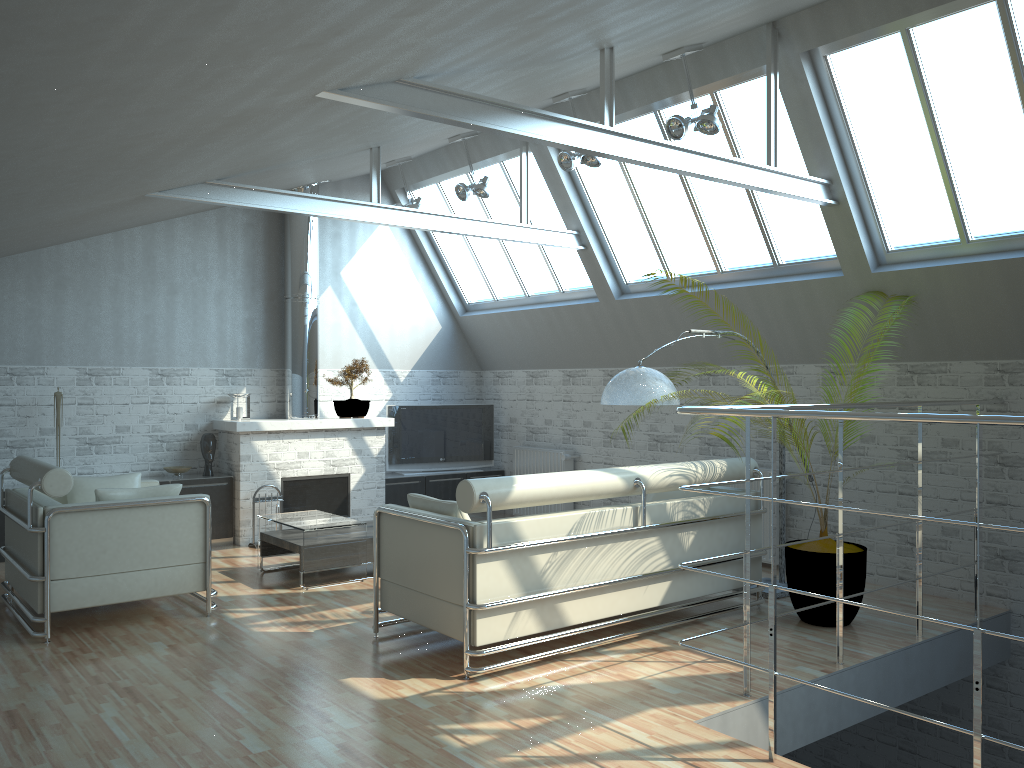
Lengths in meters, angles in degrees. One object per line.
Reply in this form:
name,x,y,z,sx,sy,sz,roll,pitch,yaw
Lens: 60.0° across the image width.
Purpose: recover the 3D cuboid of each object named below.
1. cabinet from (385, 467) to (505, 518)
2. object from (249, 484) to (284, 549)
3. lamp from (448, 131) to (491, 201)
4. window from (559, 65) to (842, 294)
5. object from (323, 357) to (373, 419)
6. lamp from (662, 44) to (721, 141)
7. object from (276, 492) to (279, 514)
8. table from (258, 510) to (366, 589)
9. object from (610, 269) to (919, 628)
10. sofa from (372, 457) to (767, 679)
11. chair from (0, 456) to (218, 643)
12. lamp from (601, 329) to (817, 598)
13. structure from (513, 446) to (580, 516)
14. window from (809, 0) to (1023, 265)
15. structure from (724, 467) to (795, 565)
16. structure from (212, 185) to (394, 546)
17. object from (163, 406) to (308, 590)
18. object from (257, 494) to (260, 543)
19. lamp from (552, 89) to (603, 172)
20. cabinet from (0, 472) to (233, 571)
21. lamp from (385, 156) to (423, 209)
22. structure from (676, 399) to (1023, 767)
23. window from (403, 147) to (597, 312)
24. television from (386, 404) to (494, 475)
cabinet,-1.716,2.475,19.733,3.234,1.016,0.908,0,0,-38
object,-4.519,2.418,16.388,0.584,1.124,0.412,0,0,-38
lamp,-0.784,-3.868,15.710,0.619,1.172,0.808,0,0,-34
window,2.883,-3.071,14.231,1.897,2.787,4.651,0,0,-38
object,-3.347,0.063,18.052,1.115,1.265,0.572,0,0,-34
lamp,2.320,-3.868,11.720,0.619,1.172,0.808,0,0,-34
object,-4.341,2.442,16.419,0.026,0.873,0.155,0,0,-37
table,-3.127,2.528,13.771,1.015,0.867,1.726,0,0,-38
object,3.163,0.790,11.368,3.777,4.386,5.015,0,0,27
sofa,0.873,1.984,11.192,4.866,1.999,2.199,0,0,-38
chair,-5.391,1.982,11.763,2.201,2.001,2.507,0,0,-38
lamp,3.186,1.120,12.399,4.621,3.709,1.015,0,0,-32
structure,0.702,2.140,18.963,0.508,1.524,1.892,0,0,-38
window,6.002,-3.071,10.222,1.897,2.787,4.651,0,0,-38
structure,3.855,2.140,14.909,0.508,1.524,1.892,0,0,-38
structure,-4.112,-0.604,17.663,3.302,7.180,1.309,0,0,-38
object,-4.339,1.704,14.816,1.528,2.558,4.859,0,0,-39
object,-4.583,2.464,16.154,0.131,0.916,0.146,0,0,-38
lamp,0.951,-3.868,13.480,0.618,1.172,0.808,0,0,-34
cabinet,-7.248,2.348,15.414,4.572,1.270,0.914,0,0,-38
lamp,-2.141,-3.868,17.455,0.619,1.172,0.808,0,0,-34
structure,5.593,1.592,7.725,6.483,2.781,5.366,0,0,-38
window,-0.236,-3.071,18.241,1.897,2.787,4.651,0,0,-38
television,-1.605,1.209,19.737,2.577,1.514,0.592,0,0,-28
